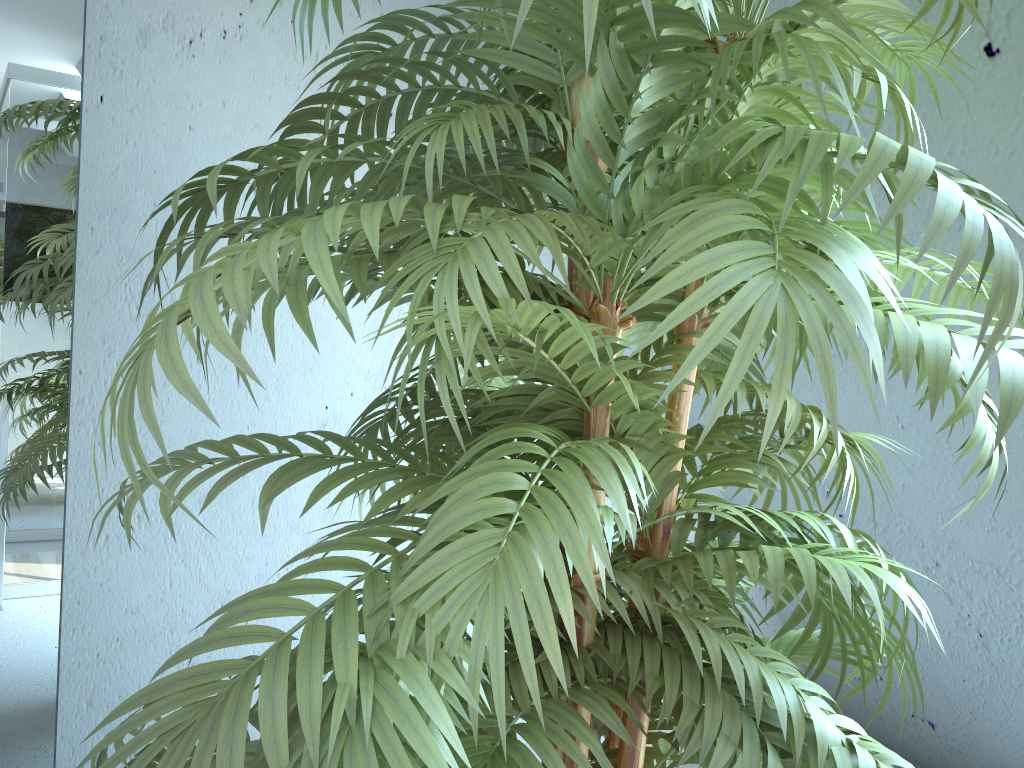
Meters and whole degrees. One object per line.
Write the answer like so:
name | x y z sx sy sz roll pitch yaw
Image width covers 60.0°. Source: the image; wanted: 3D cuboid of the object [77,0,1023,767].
object | 0.094 0.095 0.931 0.980 2.034 1.020 4 3 16
